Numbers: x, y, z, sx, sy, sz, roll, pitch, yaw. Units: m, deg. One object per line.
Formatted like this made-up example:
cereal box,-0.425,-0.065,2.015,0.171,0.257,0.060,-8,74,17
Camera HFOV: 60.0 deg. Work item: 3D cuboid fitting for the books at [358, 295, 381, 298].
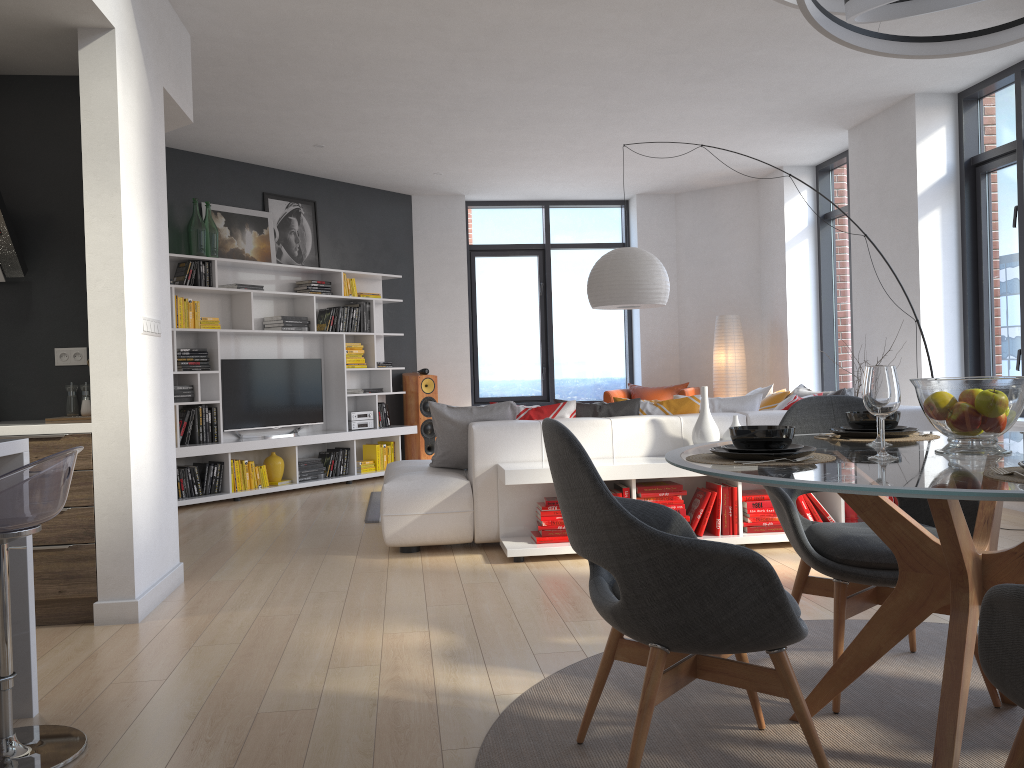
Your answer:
books,-1.484,-0.872,8.953,0.194,0.028,0.257,-1,1,43

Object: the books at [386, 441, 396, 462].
books,-1.276,0.722,9.068,0.213,0.270,0.025,-1,1,38

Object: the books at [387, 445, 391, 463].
books,-1.298,0.741,9.016,0.172,0.234,0.024,-1,1,38

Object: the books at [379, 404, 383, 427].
books,-1.387,0.324,9.025,0.170,0.236,0.049,-1,1,38

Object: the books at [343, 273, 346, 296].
books,-1.686,-0.962,8.626,0.161,0.229,0.041,-1,1,37

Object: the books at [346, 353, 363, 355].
books,-1.627,-0.292,8.818,0.171,0.019,0.239,-1,1,38

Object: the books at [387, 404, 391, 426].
books,-1.339,0.322,9.132,0.179,0.233,0.077,-1,1,38

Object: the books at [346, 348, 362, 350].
books,-1.626,-0.346,8.821,0.227,0.022,0.160,-2,1,-36

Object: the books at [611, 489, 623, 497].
books,0.582,0.720,4.901,0.042,0.259,0.195,-2,1,-7

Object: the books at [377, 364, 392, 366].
books,-1.348,-0.195,9.069,0.142,0.015,0.198,-1,1,36

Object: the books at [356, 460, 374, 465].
books,-1.484,0.778,8.783,0.138,0.026,0.186,-1,1,38

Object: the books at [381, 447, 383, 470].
books,-1.362,0.748,8.904,0.156,0.229,0.024,-1,1,38

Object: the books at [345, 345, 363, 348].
books,-1.619,-0.369,8.825,0.163,0.023,0.223,-1,1,42

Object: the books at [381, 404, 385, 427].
books,-1.368,0.320,9.038,0.169,0.242,0.050,-1,1,37

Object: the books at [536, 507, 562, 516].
books,0.279,0.701,4.916,0.269,0.028,0.179,-2,1,-6

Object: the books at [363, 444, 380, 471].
books,-1.407,0.735,8.877,0.198,0.255,0.044,-1,1,38

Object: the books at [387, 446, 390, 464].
books,-1.311,0.741,8.993,0.172,0.234,0.024,-1,1,38

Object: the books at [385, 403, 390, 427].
books,-1.334,0.319,9.086,0.177,0.242,0.066,-1,1,38

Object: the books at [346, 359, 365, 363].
books,-1.616,-0.226,8.812,0.189,0.042,0.243,-1,1,38

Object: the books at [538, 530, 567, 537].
books,0.282,0.809,4.919,0.259,0.034,0.206,-2,1,-4

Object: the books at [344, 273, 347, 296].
books,-1.687,-0.961,8.656,0.163,0.224,0.041,-1,1,36

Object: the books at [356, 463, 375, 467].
books,-1.471,0.798,8.778,0.134,0.014,0.187,-1,1,38

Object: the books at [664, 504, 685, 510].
books,0.803,0.676,4.933,0.261,0.027,0.191,-2,1,-11

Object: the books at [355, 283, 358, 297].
books,-1.589,-0.945,8.766,0.142,0.184,0.044,-1,1,39

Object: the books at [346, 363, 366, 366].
books,-1.612,-0.193,8.808,0.203,0.024,0.257,-1,1,41

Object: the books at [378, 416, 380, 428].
books,-1.431,0.309,8.987,0.202,0.268,0.053,-1,1,38

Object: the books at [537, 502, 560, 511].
books,0.276,0.675,4.919,0.254,0.025,0.178,-2,1,-8

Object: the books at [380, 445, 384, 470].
books,-1.364,0.735,8.931,0.180,0.251,0.019,-1,1,38

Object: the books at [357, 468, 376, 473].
books,-1.471,0.850,8.778,0.147,0.033,0.190,-1,1,38

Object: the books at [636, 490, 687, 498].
books,0.811,0.602,4.930,0.266,0.026,0.187,-2,1,-13

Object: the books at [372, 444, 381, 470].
books,-1.390,0.732,8.902,0.199,0.263,0.015,-1,1,38

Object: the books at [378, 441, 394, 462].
books,-1.285,0.722,9.042,0.204,0.270,0.029,-1,1,38

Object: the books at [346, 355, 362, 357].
books,-1.620,-0.272,8.798,0.145,0.023,0.217,-1,1,42

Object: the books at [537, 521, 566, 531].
books,0.273,0.780,4.909,0.266,0.026,0.187,-2,1,-1

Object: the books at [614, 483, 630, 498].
books,0.615,0.703,4.910,0.049,0.291,0.214,-2,1,-7

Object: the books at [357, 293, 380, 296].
books,-1.493,-0.897,8.955,0.203,0.024,0.257,-1,1,41

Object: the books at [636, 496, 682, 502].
books,0.791,0.628,4.935,0.257,0.025,0.182,-2,1,-7

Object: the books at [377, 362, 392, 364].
books,-1.359,-0.214,9.080,0.161,0.023,0.213,-1,1,41

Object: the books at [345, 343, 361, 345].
books,-1.644,-0.392,8.831,0.163,0.023,0.223,-1,1,42

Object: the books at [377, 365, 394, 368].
books,-1.345,-0.176,9.068,0.161,0.023,0.213,-1,1,41

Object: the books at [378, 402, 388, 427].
books,-1.359,0.314,9.067,0.193,0.255,0.066,-1,1,37

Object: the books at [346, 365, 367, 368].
books,-1.603,-0.167,8.806,0.194,0.028,0.257,-1,1,43

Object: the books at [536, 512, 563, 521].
books,0.275,0.728,4.932,0.261,0.028,0.191,-2,1,-7

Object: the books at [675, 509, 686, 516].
books,0.804,0.709,4.950,0.279,0.039,0.206,-2,1,-6

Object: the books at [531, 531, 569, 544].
books,0.268,0.843,4.909,0.301,0.032,0.227,-2,1,-7

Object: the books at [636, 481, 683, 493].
books,0.791,0.573,4.936,0.259,0.034,0.206,-2,1,-10

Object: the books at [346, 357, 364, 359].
books,-1.630,-0.254,8.818,0.189,0.014,0.251,-1,1,41

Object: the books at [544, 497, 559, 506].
books,0.284,0.649,4.910,0.206,0.029,0.152,-2,1,-1

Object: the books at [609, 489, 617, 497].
books,0.543,0.721,4.907,0.034,0.259,0.207,-2,1,-7

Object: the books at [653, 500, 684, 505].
books,0.812,0.651,4.929,0.236,0.023,0.178,-2,1,-7

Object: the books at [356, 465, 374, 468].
books,-1.463,0.813,8.764,0.113,0.018,0.169,-1,1,39

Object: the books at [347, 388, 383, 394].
books,-1.491,0.069,8.948,0.250,0.047,0.310,-1,1,33

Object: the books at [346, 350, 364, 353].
books,-1.620,-0.318,8.825,0.176,0.033,0.239,-1,1,41

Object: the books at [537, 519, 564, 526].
books,0.282,0.754,4.917,0.257,0.025,0.182,-2,1,-7

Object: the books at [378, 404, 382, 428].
books,-1.408,0.324,9.010,0.189,0.240,0.053,-1,1,38

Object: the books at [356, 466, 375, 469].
books,-1.474,0.827,8.781,0.148,0.011,0.196,-1,1,38

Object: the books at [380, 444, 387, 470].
books,-1.346,0.735,8.951,0.185,0.250,0.035,-1,1,38
